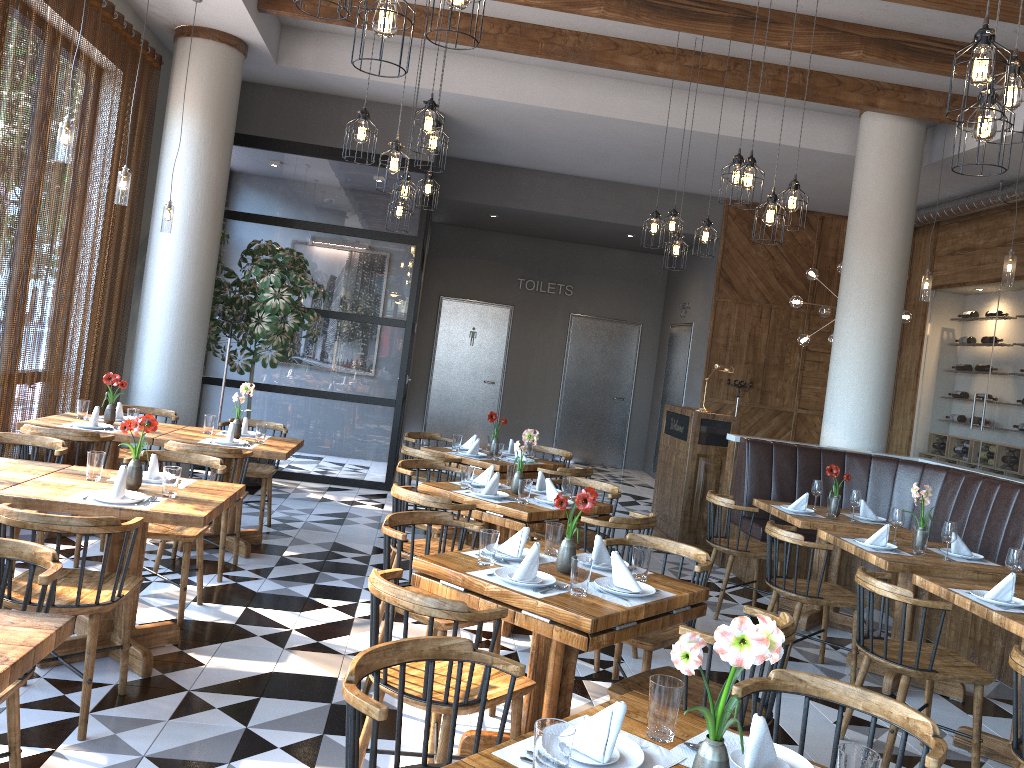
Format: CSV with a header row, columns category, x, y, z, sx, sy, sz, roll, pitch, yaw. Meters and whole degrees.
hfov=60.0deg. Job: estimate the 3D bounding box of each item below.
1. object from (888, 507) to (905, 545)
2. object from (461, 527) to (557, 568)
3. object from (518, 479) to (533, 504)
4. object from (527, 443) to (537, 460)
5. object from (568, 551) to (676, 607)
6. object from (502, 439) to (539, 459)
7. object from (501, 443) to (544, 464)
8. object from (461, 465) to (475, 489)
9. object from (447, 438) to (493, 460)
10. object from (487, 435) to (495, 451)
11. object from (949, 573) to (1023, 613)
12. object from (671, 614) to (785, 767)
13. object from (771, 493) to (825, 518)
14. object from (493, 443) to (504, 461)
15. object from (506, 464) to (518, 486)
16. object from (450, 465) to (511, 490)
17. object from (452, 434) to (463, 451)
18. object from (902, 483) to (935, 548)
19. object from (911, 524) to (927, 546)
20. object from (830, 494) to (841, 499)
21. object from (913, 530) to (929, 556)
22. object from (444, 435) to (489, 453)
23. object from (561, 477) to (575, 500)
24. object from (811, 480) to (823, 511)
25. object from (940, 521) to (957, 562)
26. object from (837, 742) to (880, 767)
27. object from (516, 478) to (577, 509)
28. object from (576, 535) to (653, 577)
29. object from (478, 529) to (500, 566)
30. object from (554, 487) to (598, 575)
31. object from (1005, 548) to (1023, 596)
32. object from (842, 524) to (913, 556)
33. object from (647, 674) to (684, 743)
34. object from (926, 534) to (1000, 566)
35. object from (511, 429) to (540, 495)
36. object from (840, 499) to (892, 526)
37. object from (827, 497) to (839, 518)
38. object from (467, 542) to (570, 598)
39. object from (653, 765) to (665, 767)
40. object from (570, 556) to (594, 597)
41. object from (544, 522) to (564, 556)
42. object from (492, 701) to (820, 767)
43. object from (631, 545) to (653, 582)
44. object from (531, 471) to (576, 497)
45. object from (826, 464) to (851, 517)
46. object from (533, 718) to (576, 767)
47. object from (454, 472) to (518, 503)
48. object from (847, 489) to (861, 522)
category,x,y,z,sx,sy,sz,roll,pitch,yaw
object,2.315,0.855,5.334,0.081,0.215,0.081,7,0,-14
object,0.011,0.649,3.684,0.273,0.137,0.351,8,2,40
object,0.071,0.616,5.059,0.080,0.132,0.080,7,0,9
object,0.160,0.556,7.281,0.080,0.132,0.080,7,0,19
object,0.428,0.714,3.347,0.273,0.137,0.351,8,2,40
object,0.023,0.531,7.452,0.353,0.137,0.271,9,2,40
object,0.066,0.548,7.076,0.273,0.137,0.351,8,2,40
object,-0.272,0.563,5.335,0.080,0.132,0.080,7,0,9
object,-0.308,0.501,7.037,0.353,0.137,0.271,9,2,40
object,-0.178,0.504,7.546,0.080,0.132,0.080,7,0,19
object,2.225,0.925,4.042,0.271,0.137,0.352,7,1,-6
object,0.396,0.630,1.701,0.207,0.400,0.146,7,0,14
object,2.016,0.827,6.239,0.271,0.137,0.352,7,1,-6
object,-0.108,0.533,6.933,0.080,0.132,0.080,7,0,9
object,0.001,0.587,5.671,0.080,0.132,0.080,7,0,9
object,-0.168,0.567,5.538,0.273,0.137,0.351,8,2,40
object,-0.451,0.480,7.209,0.080,0.132,0.080,7,0,-31
object,2.377,0.775,5.178,0.146,0.400,0.206,7,0,2
object,2.432,0.914,5.303,0.080,0.132,0.080,7,0,-6
object,2.327,0.865,6.402,0.080,0.132,0.080,7,0,-6
object,2.330,0.908,5.057,0.080,0.132,0.080,7,0,-21
object,-0.351,0.484,7.413,0.273,0.137,0.351,8,2,40
object,0.339,0.639,5.406,0.080,0.132,0.080,7,0,9
object,2.210,0.807,6.433,0.081,0.215,0.081,7,0,-14
object,2.457,0.885,4.987,0.081,0.215,0.081,7,0,25
object,0.686,0.800,1.772,0.080,0.132,0.080,7,0,-41
object,0.248,0.632,5.202,0.273,0.137,0.351,8,2,40
object,0.385,0.697,3.723,0.353,0.137,0.271,9,2,40
object,-0.095,0.644,3.484,0.080,0.132,0.080,7,0,-1
object,0.250,0.577,3.482,0.155,0.355,0.171,8,0,-40
object,2.416,0.903,4.266,0.081,0.215,0.081,8,0,-42
object,2.120,0.876,5.145,0.271,0.137,0.352,7,1,-6
object,0.348,0.748,2.037,0.080,0.132,0.080,7,0,-41
object,2.639,0.942,5.186,0.271,0.137,0.352,7,1,-6
object,0.077,0.472,5.363,0.146,0.400,0.206,7,0,6
object,2.535,0.893,6.279,0.271,0.137,0.352,7,1,-6
object,2.225,0.860,6.156,0.080,0.132,0.080,7,0,-21
object,0.054,0.667,3.308,0.353,0.137,0.271,9,2,40
object,0.221,0.746,1.522,0.353,0.137,0.271,9,2,40
object,0.247,0.698,3.208,0.080,0.132,0.080,7,0,9
object,0.178,0.669,3.820,0.080,0.132,0.080,7,0,-1
object,0.368,0.753,1.888,0.579,0.137,0.580,9,2,39
object,0.516,0.721,3.555,0.080,0.132,0.080,7,0,-1
object,0.205,0.614,5.577,0.353,0.137,0.271,9,2,40
object,2.287,0.751,6.275,0.156,0.355,0.171,7,0,-12
object,0.075,0.723,1.701,0.080,0.132,0.080,7,0,-31
object,-0.126,0.584,5.163,0.353,0.137,0.271,9,2,40
object,2.352,0.836,6.086,0.081,0.215,0.081,7,0,25
